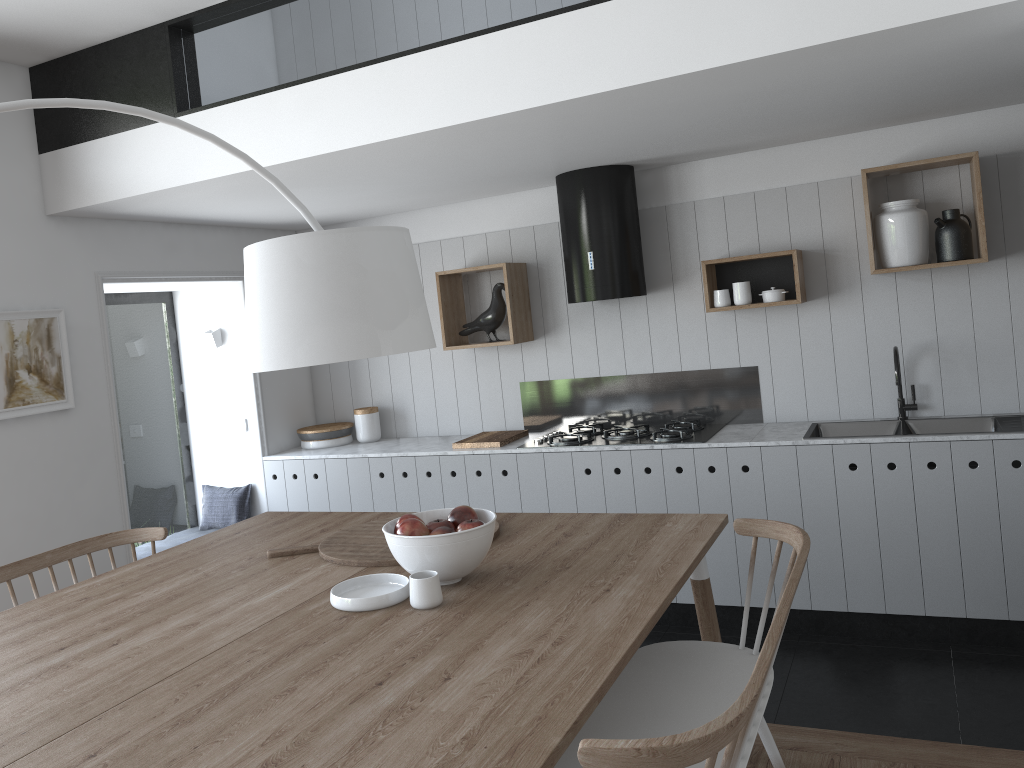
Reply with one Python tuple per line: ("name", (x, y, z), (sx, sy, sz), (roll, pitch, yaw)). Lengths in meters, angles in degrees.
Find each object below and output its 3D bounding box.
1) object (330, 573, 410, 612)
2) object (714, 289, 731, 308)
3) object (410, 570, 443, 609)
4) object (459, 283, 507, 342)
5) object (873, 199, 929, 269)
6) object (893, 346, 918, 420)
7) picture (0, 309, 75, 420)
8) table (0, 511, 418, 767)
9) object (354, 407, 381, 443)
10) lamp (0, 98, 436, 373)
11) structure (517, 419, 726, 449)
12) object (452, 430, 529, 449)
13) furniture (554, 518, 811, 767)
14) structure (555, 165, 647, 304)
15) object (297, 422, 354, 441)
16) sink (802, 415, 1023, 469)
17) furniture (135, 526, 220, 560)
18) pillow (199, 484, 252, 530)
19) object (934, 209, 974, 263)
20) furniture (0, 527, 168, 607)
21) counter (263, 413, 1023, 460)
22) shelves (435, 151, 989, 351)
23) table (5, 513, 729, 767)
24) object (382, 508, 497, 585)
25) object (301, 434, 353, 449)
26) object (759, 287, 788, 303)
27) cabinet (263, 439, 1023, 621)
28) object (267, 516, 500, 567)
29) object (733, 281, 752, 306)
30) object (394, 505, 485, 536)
("object", (-0.373, 0.550, 2.334), (0.216, 0.035, 0.214), (-6, 5, 5))
("object", (1.055, -0.429, 4.440), (0.081, 0.088, 0.085), (-8, 3, -28))
("object", (-0.218, 0.520, 2.228), (0.085, 0.078, 0.081), (-5, 3, 26))
("object", (-0.167, -0.406, 5.114), (0.341, 0.334, 0.136), (-5, 2, 27))
("object", (1.809, -0.694, 4.101), (0.228, 0.301, 0.229), (-6, 2, -1))
("object", (1.828, 0.008, 4.115), (0.092, 0.374, 0.284), (-5, 3, 25))
("picture", (-2.190, -0.096, 3.987), (0.030, 0.470, 0.427), (-6, 3, 25))
("table", (-0.960, 0.990, 2.555), (0.954, 0.748, 2.006), (-5, 4, 25))
("object", (-0.906, 0.258, 5.544), (0.153, 0.212, 0.155), (-6, 2, -6))
("lamp", (-2.297, 0.635, 0.845), (5.094, 2.022, 0.894), (-9, 3, -38))
("structure", (0.574, 0.253, 4.642), (1.002, 0.048, 0.544), (-4, 5, 26))
("object", (-0.116, 0.310, 4.974), (0.296, 0.030, 0.393), (-4, 5, 25))
("furniture", (0.370, 0.864, 1.961), (0.555, 0.809, 1.336), (-5, 4, 25))
("structure", (0.462, -0.880, 4.686), (0.408, 0.868, 0.421), (-7, 2, -18))
("object", (-1.183, 0.303, 5.613), (0.355, 0.065, 0.365), (-7, 5, -15))
("sink", (1.947, 0.266, 3.927), (1.200, 0.166, 0.445), (-4, 5, 26))
("furniture", (-1.952, 0.978, 5.063), (0.608, 0.115, 1.033), (-4, 5, 25))
("pillow", (-1.761, 0.770, 5.459), (0.411, 0.293, 0.178), (-4, 3, 26))
("object", (2.009, -0.675, 4.014), (0.162, 0.236, 0.150), (-5, 2, 23))
("furniture", (-1.471, 1.006, 2.670), (0.555, 0.809, 1.336), (-5, 4, 25))
("counter", (1.391, 0.232, 4.232), (6.249, 0.020, 0.569), (-4, 5, 26))
("shelves", (1.270, -0.572, 4.382), (3.650, 0.797, 0.294), (-4, 2, 26))
("table", (-0.106, 0.932, 2.128), (0.954, 0.748, 2.006), (-5, 4, 25))
("object", (-0.191, 0.458, 2.425), (0.321, 0.164, 0.309), (-5, 4, 23))
("object", (-1.177, 0.361, 5.614), (0.319, 0.055, 0.333), (-8, 5, -25))
("object", (1.289, -0.441, 4.353), (0.129, 0.073, 0.108), (-6, 4, 4))
("cabinet", (1.318, 0.649, 3.986), (6.245, 0.747, 0.010), (-4, 2, 26))
("object", (-0.367, 0.511, 2.896), (0.660, 0.023, 0.613), (-10, 6, -42))
("object", (1.145, -0.449, 4.394), (0.088, 0.115, 0.084), (-5, 3, 26))
("object", (-0.194, 0.437, 2.421), (0.248, 0.167, 0.239), (-7, 4, -14))
